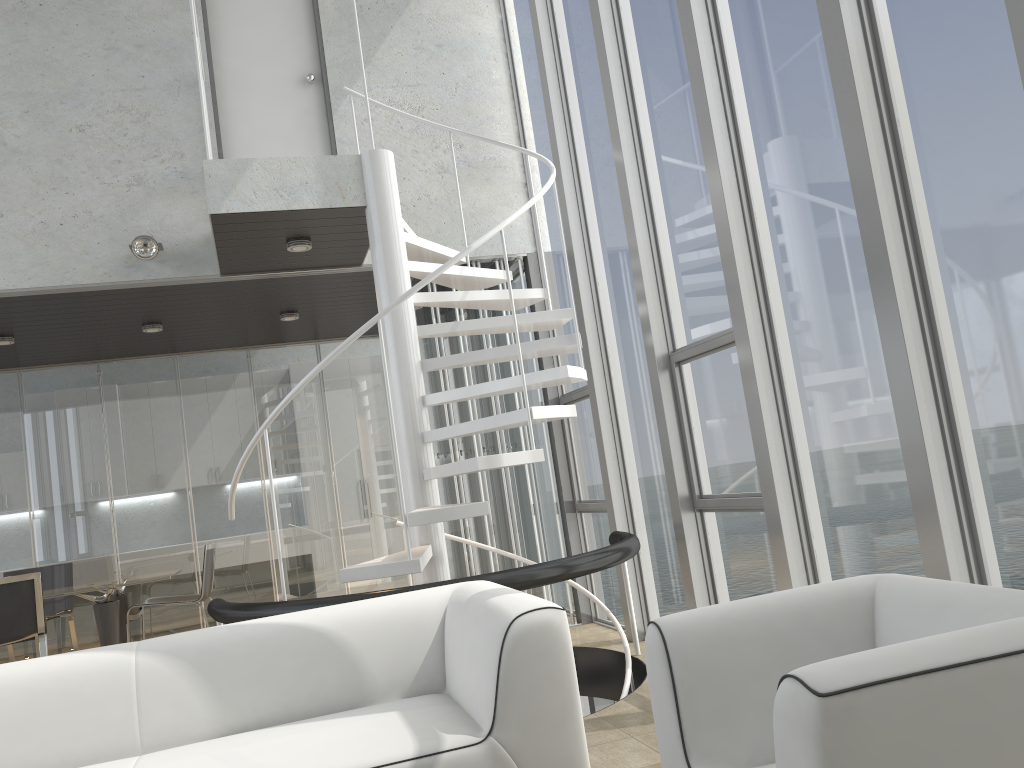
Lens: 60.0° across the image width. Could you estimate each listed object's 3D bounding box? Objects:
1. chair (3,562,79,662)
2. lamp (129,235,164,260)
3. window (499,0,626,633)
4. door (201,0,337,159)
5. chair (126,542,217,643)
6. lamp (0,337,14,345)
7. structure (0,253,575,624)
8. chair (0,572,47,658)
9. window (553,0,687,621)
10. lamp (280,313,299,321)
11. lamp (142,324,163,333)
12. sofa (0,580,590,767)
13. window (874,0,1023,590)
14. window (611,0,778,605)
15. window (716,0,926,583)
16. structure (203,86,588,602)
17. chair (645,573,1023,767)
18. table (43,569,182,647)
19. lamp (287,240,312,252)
[{"bbox_3d":[-3.809,1.929,6.966,0.546,0.922,0.660,-8,-6,-7],"label":"chair"},{"bbox_3d":[-2.344,-0.859,5.685,0.197,0.154,0.254,-6,-6,-17],"label":"lamp"},{"bbox_3d":[0.295,-1.178,6.188,0.050,5.700,0.800,-6,-6,-17],"label":"window"},{"bbox_3d":[-1.702,-2.102,6.240,0.800,2.100,0.100,-6,-6,-17],"label":"door"},{"bbox_3d":[-2.586,1.738,6.844,0.660,0.922,0.546,-7,-6,-12],"label":"chair"},{"bbox_3d":[-3.897,-0.329,6.791,0.149,0.038,0.149,-8,-6,-2],"label":"lamp"},{"bbox_3d":[-3.904,-1.385,2.893,9.817,6.605,10.665,-6,-6,-18],"label":"structure"},{"bbox_3d":[-3.468,1.776,5.997,0.546,0.922,0.660,-5,-7,-31],"label":"chair"},{"bbox_3d":[0.554,-1.308,5.322,0.010,5.653,0.742,-6,-6,-17],"label":"window"},{"bbox_3d":[-1.856,-0.561,7.400,0.149,0.038,0.149,-8,-6,-2],"label":"lamp"},{"bbox_3d":[-2.877,-0.445,7.095,0.149,0.038,0.149,-8,-6,-2],"label":"lamp"},{"bbox_3d":[-1.151,1.150,2.682,2.601,0.638,0.971,-6,-6,-17],"label":"sofa"},{"bbox_3d":[1.478,-0.205,2.640,0.010,2.646,0.556,-6,-6,-17],"label":"window"},{"bbox_3d":[0.785,-1.435,4.447,0.050,5.700,0.800,-6,-6,-17],"label":"window"},{"bbox_3d":[1.044,-1.565,3.580,0.010,5.653,0.742,-6,-6,-17],"label":"window"},{"bbox_3d":[-2.827,1.648,5.571,6.700,6.900,4.916,-6,-6,-17],"label":"structure"},{"bbox_3d":[0.766,0.781,1.831,0.720,0.635,0.829,-7,-6,-12],"label":"chair"},{"bbox_3d":[-3.626,1.945,6.534,2.250,0.733,0.900,-6,-6,-17],"label":"table"},{"bbox_3d":[-1.307,-0.849,5.449,0.149,0.038,0.149,-8,-6,-2],"label":"lamp"}]
